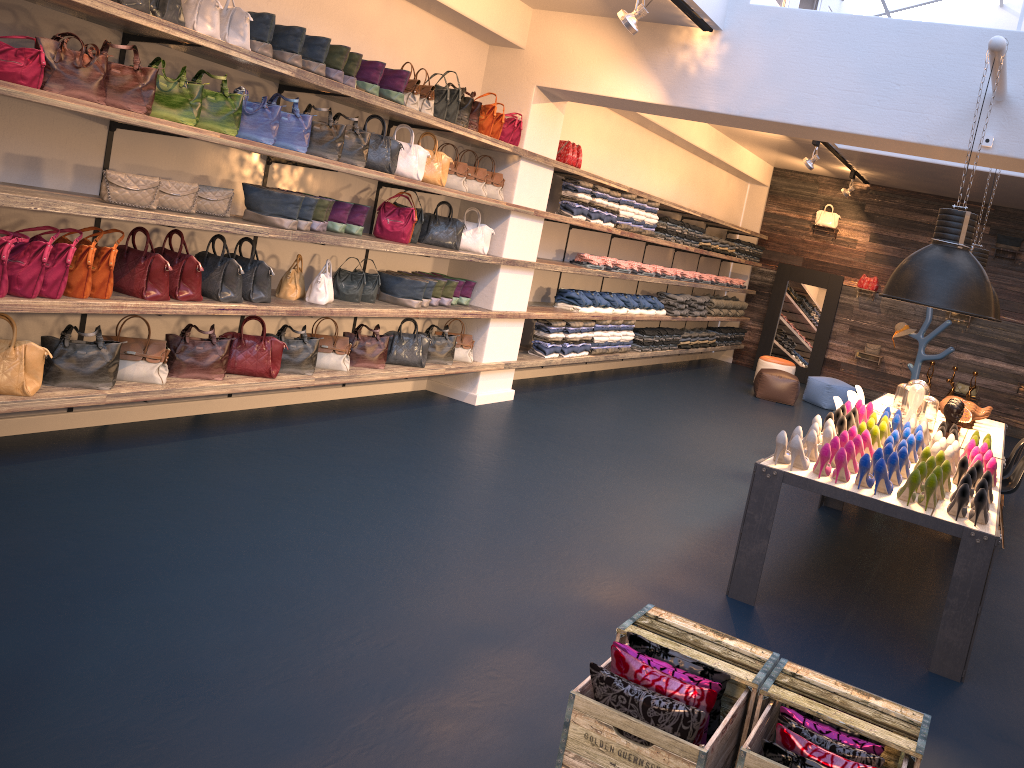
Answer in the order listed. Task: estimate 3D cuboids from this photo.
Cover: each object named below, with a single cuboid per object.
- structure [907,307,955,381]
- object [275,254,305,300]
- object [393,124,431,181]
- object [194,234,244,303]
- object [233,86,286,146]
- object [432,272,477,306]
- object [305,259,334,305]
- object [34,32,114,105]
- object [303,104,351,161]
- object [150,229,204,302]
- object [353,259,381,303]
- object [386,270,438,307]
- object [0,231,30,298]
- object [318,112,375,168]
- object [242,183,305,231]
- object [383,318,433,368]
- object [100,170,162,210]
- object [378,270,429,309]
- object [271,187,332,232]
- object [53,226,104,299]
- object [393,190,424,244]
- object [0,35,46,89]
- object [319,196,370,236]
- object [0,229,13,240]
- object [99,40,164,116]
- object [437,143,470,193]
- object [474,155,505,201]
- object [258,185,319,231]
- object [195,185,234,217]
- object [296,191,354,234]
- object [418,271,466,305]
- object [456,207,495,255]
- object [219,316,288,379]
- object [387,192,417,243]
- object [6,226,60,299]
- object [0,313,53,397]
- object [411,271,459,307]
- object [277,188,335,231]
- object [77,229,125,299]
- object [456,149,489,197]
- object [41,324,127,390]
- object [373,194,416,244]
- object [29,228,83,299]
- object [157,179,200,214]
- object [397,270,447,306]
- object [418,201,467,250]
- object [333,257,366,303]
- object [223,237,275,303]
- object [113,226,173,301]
[{"bbox_3d":[6.220,-0.353,13.187,0.186,1.791,0.901,8,7,-35],"label":"structure"},{"bbox_3d":[-1.481,-0.736,5.905,0.157,0.306,0.339,11,8,-3],"label":"object"},{"bbox_3d":[-0.807,-1.717,6.392,0.454,0.382,0.182,8,7,-28],"label":"object"},{"bbox_3d":[-1.762,-0.708,5.228,0.402,0.382,0.205,16,8,25],"label":"object"},{"bbox_3d":[-1.555,-1.593,5.151,0.403,0.302,0.176,6,9,-34],"label":"object"},{"bbox_3d":[-0.532,-0.834,7.679,0.411,0.233,0.182,13,7,5],"label":"object"},{"bbox_3d":[-1.303,-0.715,5.999,0.157,0.306,0.339,11,8,-3],"label":"object"},{"bbox_3d":[-2.111,-1.528,4.189,0.181,0.302,0.392,14,9,17],"label":"object"},{"bbox_3d":[-1.258,-1.632,5.602,0.386,0.335,0.213,11,7,-9],"label":"object"},{"bbox_3d":[-1.919,-0.692,4.972,0.404,0.382,0.204,15,7,23],"label":"object"},{"bbox_3d":[-1.099,-0.772,6.481,0.248,0.326,0.104,9,6,-20],"label":"object"},{"bbox_3d":[-0.818,-0.756,6.941,0.421,0.229,0.178,12,7,-4],"label":"object"},{"bbox_3d":[-2.424,-0.562,4.004,0.260,0.295,0.247,11,8,-8],"label":"object"},{"bbox_3d":[-1.120,-1.647,5.831,0.399,0.335,0.206,8,8,-24],"label":"object"},{"bbox_3d":[-1.498,-1.099,5.402,0.411,0.229,0.182,13,7,6],"label":"object"},{"bbox_3d":[-0.836,-0.343,6.925,0.456,0.382,0.181,7,8,-31],"label":"object"},{"bbox_3d":[-1.992,-1.020,4.539,0.290,0.174,0.097,6,9,-35],"label":"object"},{"bbox_3d":[-0.862,-0.729,6.757,0.411,0.229,0.182,13,7,5],"label":"object"},{"bbox_3d":[-1.418,-1.149,5.761,0.418,0.233,0.179,12,7,0],"label":"object"},{"bbox_3d":[-2.228,-0.625,4.379,0.256,0.358,0.213,10,7,-12],"label":"object"},{"bbox_3d":[-0.841,-1.330,6.855,0.299,0.407,0.134,11,6,-6],"label":"object"},{"bbox_3d":[-2.282,-1.482,3.952,0.266,0.241,0.204,5,10,-38],"label":"object"},{"bbox_3d":[-1.247,-1.219,6.317,0.411,0.233,0.182,13,7,6],"label":"object"},{"bbox_3d":[-2.455,-0.553,3.895,0.347,0.297,0.257,6,10,-35],"label":"object"},{"bbox_3d":[-1.988,-1.554,4.373,0.388,0.335,0.212,10,7,-11],"label":"object"},{"bbox_3d":[-0.524,-1.759,7.008,0.406,0.363,0.170,8,7,-24],"label":"object"},{"bbox_3d":[-0.238,-1.793,7.502,0.406,0.363,0.170,8,7,-24],"label":"object"},{"bbox_3d":[-1.459,-1.124,5.574,0.421,0.229,0.178,12,7,-3],"label":"object"},{"bbox_3d":[-1.792,-1.093,5.139,0.291,0.174,0.097,3,10,-43],"label":"object"},{"bbox_3d":[-1.341,-1.202,6.120,0.418,0.233,0.179,12,7,0],"label":"object"},{"bbox_3d":[-0.627,-0.819,7.496,0.418,0.233,0.179,12,7,-1],"label":"object"},{"bbox_3d":[-0.356,-1.339,7.522,0.449,0.382,0.184,9,7,-22],"label":"object"},{"bbox_3d":[-1.651,-0.249,5.528,0.454,0.382,0.182,7,7,-28],"label":"object"},{"bbox_3d":[-0.883,-1.297,6.706,0.272,0.381,0.211,6,9,-41],"label":"object"},{"bbox_3d":[-2.328,-0.587,4.121,0.289,0.339,0.232,7,8,-32],"label":"object"},{"bbox_3d":[-2.449,-0.155,4.147,0.454,0.382,0.182,7,7,-28],"label":"object"},{"bbox_3d":[-0.669,-0.792,7.312,0.414,0.233,0.181,13,7,3],"label":"object"},{"bbox_3d":[-1.430,-1.188,5.947,0.413,0.233,0.181,13,7,4],"label":"object"},{"bbox_3d":[-2.167,-0.632,4.484,0.256,0.358,0.213,10,7,-12],"label":"object"},{"bbox_3d":[-0.374,-1.777,7.267,0.406,0.363,0.170,8,7,-24],"label":"object"},{"bbox_3d":[-2.231,-0.148,4.507,0.399,0.335,0.206,8,8,-24],"label":"object"},{"bbox_3d":[-0.883,-1.257,6.560,0.266,0.358,0.204,6,9,-38],"label":"object"},{"bbox_3d":[-2.267,-0.595,4.225,0.289,0.339,0.232,7,8,-32],"label":"object"},{"bbox_3d":[-1.891,-1.057,4.842,0.291,0.174,0.097,3,11,-45],"label":"object"},{"bbox_3d":[-0.758,-0.776,7.130,0.418,0.233,0.179,12,7,-1],"label":"object"},{"bbox_3d":[-0.581,-1.337,7.259,0.456,0.382,0.181,7,8,-31],"label":"object"},{"bbox_3d":[-1.183,-0.761,6.327,0.248,0.326,0.104,9,6,-20],"label":"object"},{"bbox_3d":[-1.659,-0.727,5.444,0.408,0.382,0.202,15,7,17],"label":"object"},{"bbox_3d":[-2.035,-0.670,4.770,0.409,0.382,0.202,14,7,16],"label":"object"}]
